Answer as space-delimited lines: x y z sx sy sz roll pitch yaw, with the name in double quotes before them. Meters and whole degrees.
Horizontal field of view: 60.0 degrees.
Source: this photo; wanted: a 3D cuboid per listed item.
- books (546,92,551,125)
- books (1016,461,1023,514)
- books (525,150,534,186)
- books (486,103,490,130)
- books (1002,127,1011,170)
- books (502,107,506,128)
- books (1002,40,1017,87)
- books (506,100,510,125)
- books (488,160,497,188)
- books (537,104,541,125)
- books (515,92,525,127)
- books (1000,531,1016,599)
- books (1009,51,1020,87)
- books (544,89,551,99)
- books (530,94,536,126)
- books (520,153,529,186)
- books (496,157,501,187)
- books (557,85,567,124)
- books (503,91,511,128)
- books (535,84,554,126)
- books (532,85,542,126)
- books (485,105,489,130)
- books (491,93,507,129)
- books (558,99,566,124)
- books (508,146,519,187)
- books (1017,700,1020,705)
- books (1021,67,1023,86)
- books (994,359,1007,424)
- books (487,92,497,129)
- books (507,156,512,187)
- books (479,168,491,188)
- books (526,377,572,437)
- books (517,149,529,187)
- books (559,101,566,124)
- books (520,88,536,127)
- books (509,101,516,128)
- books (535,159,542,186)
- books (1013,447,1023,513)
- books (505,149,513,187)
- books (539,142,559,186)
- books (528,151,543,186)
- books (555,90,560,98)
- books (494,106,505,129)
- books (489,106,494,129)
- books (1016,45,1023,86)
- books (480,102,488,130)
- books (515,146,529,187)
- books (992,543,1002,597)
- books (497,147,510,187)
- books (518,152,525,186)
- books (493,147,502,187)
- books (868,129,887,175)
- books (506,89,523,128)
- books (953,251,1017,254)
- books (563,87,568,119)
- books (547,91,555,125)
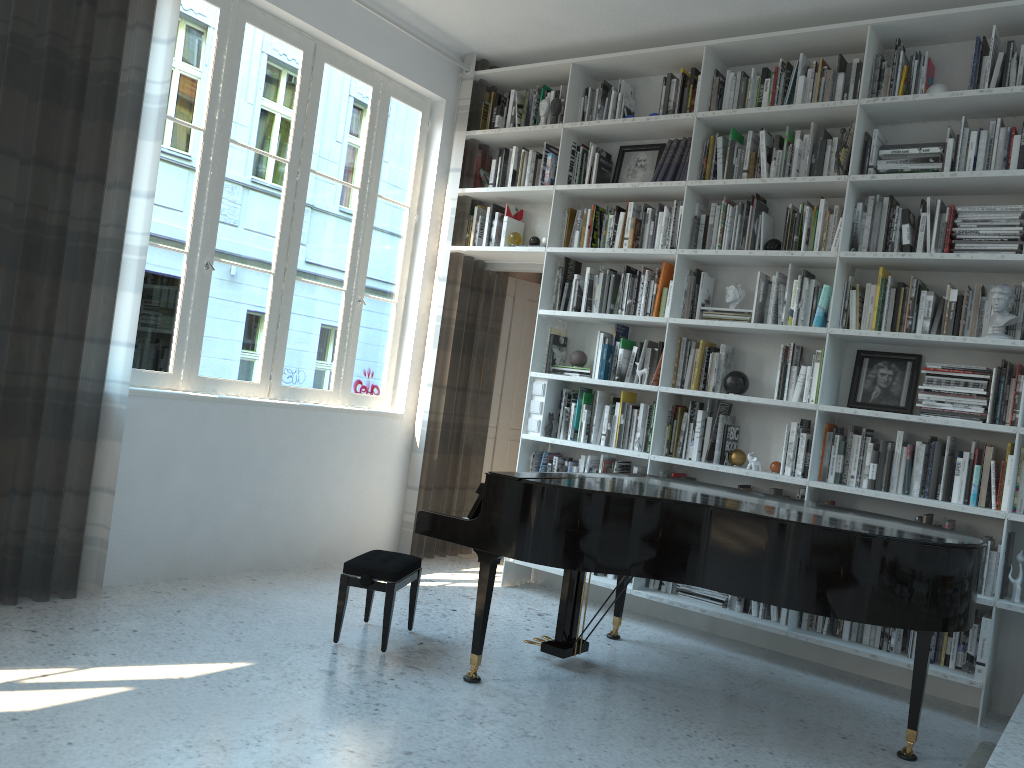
"books" 0.258 -1.654 5.488 0.025 0.244 0.168 8 0 35
"books" 2.257 0.454 3.903 0.027 0.229 0.141 8 0 35
"books" 0.147 -1.307 5.534 0.025 0.261 0.167 8 0 35
"books" -0.107 -1.690 5.757 0.023 0.223 0.151 8 0 35
"books" 2.261 -1.030 4.044 0.011 0.239 0.139 8 0 35
"books" -0.006 -1.663 5.700 0.031 0.195 0.145 8 0 35
"books" 2.280 -1.414 4.068 0.028 0.270 0.140 8 0 35
"books" 0.023 -1.675 5.672 0.024 0.227 0.157 8 0 35
"books" -0.082 -1.313 5.709 0.034 0.218 0.166 8 0 35
"books" 0.211 -1.632 5.528 0.024 0.187 0.159 8 0 35
"books" 0.082 -1.686 5.600 0.057 0.262 0.191 8 0 35
"books" 2.162 0.789 3.868 0.012 0.285 0.159 8 0 35
"books" 2.289 -1.379 4.034 0.033 0.203 0.166 8 0 35
"books" 0.236 -1.673 5.523 0.013 0.275 0.158 8 0 35
"books" 0.168 -1.672 5.580 0.030 0.257 0.130 8 0 35
"books" 0.119 -1.302 5.555 0.021 0.244 0.174 8 0 35
"books" -0.036 -1.313 5.663 0.022 0.228 0.172 8 0 35
"books" 0.327 -1.670 5.464 0.013 0.292 0.154 8 0 35
"books" 0.007 -1.704 5.675 0.010 0.281 0.160 8 0 35
"books" 0.205 -1.696 5.552 0.029 0.314 0.129 8 0 35
"books" 0.181 -1.694 5.556 0.014 0.304 0.145 8 0 35
"books" -0.120 -1.693 5.779 0.023 0.228 0.130 8 0 35
"books" -0.061 -1.707 5.712 0.025 0.269 0.177 8 0 35
"books" 0.333 -1.625 5.450 0.023 0.205 0.146 8 0 35
"books" 0.049 -1.332 5.594 0.021 0.286 0.179 8 0 35
"books" 1.766 1.091 2.910 0.192 0.005 0.225 7 -1 31
"books" 2.324 -1.409 4.000 0.010 0.270 0.180 8 0 35
"books" 2.203 0.043 3.996 0.011 0.299 0.130 8 0 35
"books" -0.094 -1.720 5.739 0.014 0.286 0.175 8 0 35
"books" 0.034 -1.310 5.634 0.024 0.239 0.155 8 0 35
"books" -0.141 -1.300 5.763 0.121 0.176 0.129 7 0 35
"books" 0.223 0.144 5.304 0.106 0.340 0.307 8 0 35
"books" 0.098 -1.317 5.572 0.013 0.268 0.162 8 0 35
"books" 0.351 -1.613 5.433 0.028 0.185 0.168 8 0 35
"books" 0.131 -1.690 5.585 0.039 0.282 0.182 8 0 35
"books" 0.054 -1.661 5.625 0.030 0.206 0.175 8 0 35
"books" 0.200 -1.275 5.515 0.028 0.212 0.138 8 0 35
"books" 2.245 0.424 3.915 0.012 0.285 0.159 8 0 35
"books" 0.017 -1.336 5.650 0.028 0.288 0.133 8 0 35
"books" 0.236 -1.317 5.474 0.012 0.303 0.189 8 0 35
"books" 0.169 -1.299 5.517 0.030 0.251 0.166 8 0 35
"books" 0.301 -1.657 5.466 0.027 0.259 0.147 8 0 35
"books" -0.044 -1.663 5.697 0.028 0.186 0.182 8 0 35
"books" -0.083 -1.672 5.730 0.024 0.195 0.167 8 0 35
"books" 2.317 -1.393 4.022 0.023 0.236 0.154 8 0 35
"books" -0.149 -1.693 5.772 0.014 0.219 0.188 8 0 35
"books" 0.084 -1.330 5.593 0.037 0.292 0.155 8 0 35
"books" 2.141 0.815 3.890 0.025 0.228 0.133 8 0 35
"books" -0.017 -1.338 5.646 0.023 0.282 0.186 8 0 35
"books" 0.106 -1.306 5.564 0.012 0.249 0.192 8 0 35
"books" -0.057 -1.350 5.698 0.011 0.296 0.162 8 0 35
"books" 1.790 -1.095 4.345 0.021 0.249 0.191 8 0 35
"books" 0.041 -1.701 5.649 0.028 0.283 0.189 8 0 35
"books" 2.172 -0.583 4.053 0.254 0.012 0.161 7 -1 38
"books" 0.377 -1.661 5.418 0.022 0.286 0.175 8 0 35
"books" 0.283 -1.656 5.483 0.021 0.253 0.179 8 0 35
